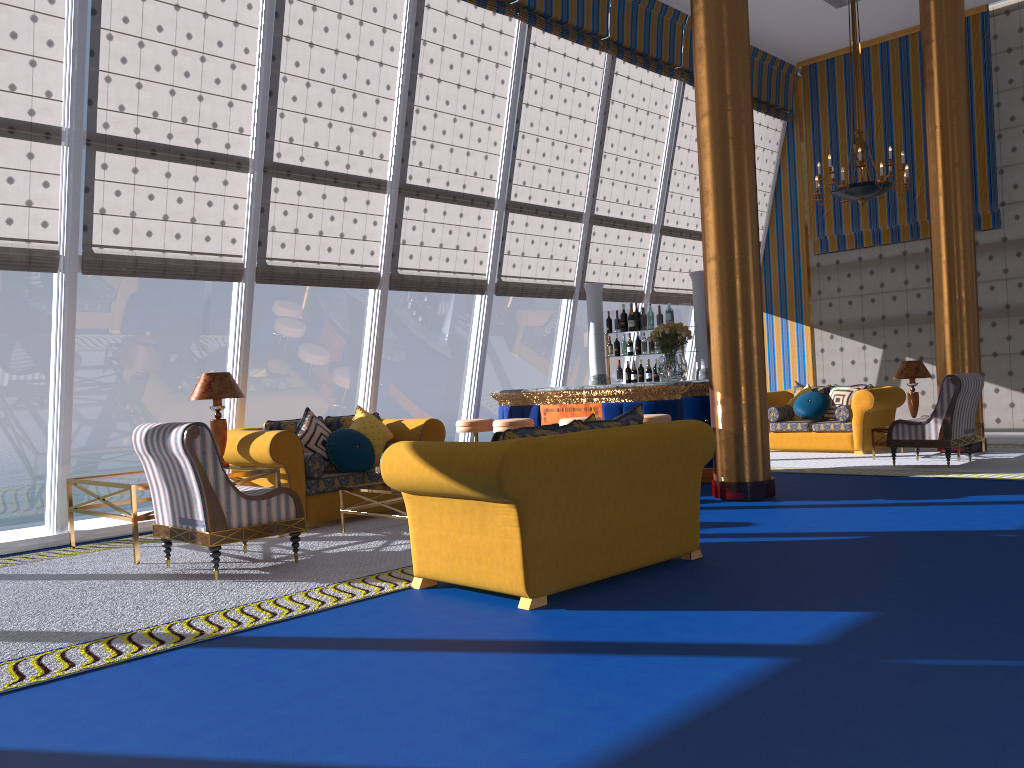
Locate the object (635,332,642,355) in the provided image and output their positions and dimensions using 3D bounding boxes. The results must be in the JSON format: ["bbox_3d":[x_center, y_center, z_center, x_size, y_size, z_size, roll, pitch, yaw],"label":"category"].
[{"bbox_3d":[1.356,-0.437,9.524,0.065,0.244,0.066,-3,1,25],"label":"object"}]

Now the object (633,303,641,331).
[{"bbox_3d":[1.344,-0.724,9.542,0.082,0.303,0.080,-3,1,-29],"label":"object"}]

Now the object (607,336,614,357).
[{"bbox_3d":[1.075,-0.411,9.715,0.066,0.225,0.066,-3,1,13],"label":"object"}]

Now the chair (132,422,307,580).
[{"bbox_3d":[-1.913,0.715,5.790,0.785,0.967,0.792,-3,0,44],"label":"chair"}]

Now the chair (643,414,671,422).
[{"bbox_3d":[1.232,0.662,7.872,0.396,0.782,0.400,-3,0,15],"label":"chair"}]

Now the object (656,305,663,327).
[{"bbox_3d":[1.563,-0.709,9.378,0.072,0.246,0.072,-3,1,3],"label":"object"}]

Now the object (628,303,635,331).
[{"bbox_3d":[1.292,-0.720,9.558,0.084,0.303,0.086,-3,1,38],"label":"object"}]

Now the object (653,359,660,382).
[{"bbox_3d":[1.537,-0.145,9.450,0.065,0.244,0.066,-3,1,25],"label":"object"}]

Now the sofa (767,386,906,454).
[{"bbox_3d":[4.240,0.485,12.029,1.022,0.854,1.828,-3,0,-44],"label":"sofa"}]

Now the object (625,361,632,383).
[{"bbox_3d":[1.263,-0.131,9.641,0.066,0.244,0.065,-3,1,-42],"label":"object"}]

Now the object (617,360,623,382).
[{"bbox_3d":[1.175,-0.143,9.676,0.070,0.242,0.072,-3,1,26],"label":"object"}]

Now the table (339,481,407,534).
[{"bbox_3d":[-0.698,0.966,7.013,0.964,0.369,0.916,-3,0,44],"label":"table"}]

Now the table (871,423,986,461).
[{"bbox_3d":[4.919,0.680,10.480,0.964,0.369,0.916,-3,0,44],"label":"table"}]

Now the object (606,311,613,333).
[{"bbox_3d":[1.072,-0.683,9.792,0.066,0.244,0.065,-3,1,-42],"label":"object"}]

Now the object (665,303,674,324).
[{"bbox_3d":[1.660,-0.723,9.340,0.091,0.259,0.092,-3,1,27],"label":"object"}]

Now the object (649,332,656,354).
[{"bbox_3d":[1.489,-0.436,9.444,0.071,0.232,0.072,-3,1,23],"label":"object"}]

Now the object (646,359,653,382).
[{"bbox_3d":[1.465,-0.145,9.491,0.068,0.244,0.069,-3,1,25],"label":"object"}]

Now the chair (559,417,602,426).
[{"bbox_3d":[0.639,0.693,8.057,0.398,0.782,0.399,-3,0,3],"label":"chair"}]

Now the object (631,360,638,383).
[{"bbox_3d":[1.321,-0.134,9.587,0.068,0.244,0.069,-3,1,25],"label":"object"}]

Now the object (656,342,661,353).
[{"bbox_3d":[1.556,-0.440,9.411,0.058,0.230,0.059,-3,1,3],"label":"object"}]

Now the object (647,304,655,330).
[{"bbox_3d":[1.471,-0.715,9.413,0.070,0.271,0.068,-3,1,-35],"label":"object"}]

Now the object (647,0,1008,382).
[{"bbox_3d":[0.977,-7.131,6.063,63.923,33.606,62.619,-3,0,-39],"label":"object"}]

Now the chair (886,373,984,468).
[{"bbox_3d":[4.571,0.384,9.558,0.776,0.967,0.802,-3,0,44],"label":"chair"}]

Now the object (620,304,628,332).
[{"bbox_3d":[1.216,-0.716,9.631,0.082,0.303,0.080,-3,1,-40],"label":"object"}]

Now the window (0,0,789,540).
[{"bbox_3d":[-1.252,-1.750,8.964,1.602,5.856,15.626,-2,0,44],"label":"window"}]

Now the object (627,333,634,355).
[{"bbox_3d":[1.277,-0.429,9.579,0.068,0.244,0.069,-3,1,25],"label":"object"}]

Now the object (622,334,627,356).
[{"bbox_3d":[1.219,-0.422,9.631,0.058,0.230,0.059,-3,1,3],"label":"object"}]

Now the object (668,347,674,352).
[{"bbox_3d":[1.666,-0.450,9.309,0.072,0.244,0.071,-3,1,-25],"label":"object"}]

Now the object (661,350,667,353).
[{"bbox_3d":[1.606,-0.447,9.363,0.068,0.244,0.069,-3,1,25],"label":"object"}]

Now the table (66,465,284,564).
[{"bbox_3d":[-2.650,0.976,6.973,1.225,0.550,1.163,-3,0,44],"label":"table"}]

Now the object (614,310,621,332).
[{"bbox_3d":[1.162,-0.688,9.766,0.072,0.246,0.072,-3,1,3],"label":"object"}]

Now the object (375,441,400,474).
[{"bbox_3d":[-0.782,0.635,6.931,0.451,0.388,0.508,-3,0,25],"label":"object"}]

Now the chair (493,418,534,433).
[{"bbox_3d":[0.030,0.725,8.514,0.399,0.782,0.397,-3,0,-8],"label":"chair"}]

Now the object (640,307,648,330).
[{"bbox_3d":[1.407,-0.698,9.484,0.076,0.248,0.076,-3,1,8],"label":"object"}]

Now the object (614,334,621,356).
[{"bbox_3d":[1.147,-0.426,9.681,0.065,0.244,0.066,-3,1,25],"label":"object"}]

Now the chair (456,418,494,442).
[{"bbox_3d":[-0.356,0.746,9.026,0.399,0.782,0.397,-3,0,-8],"label":"chair"}]

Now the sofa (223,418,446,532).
[{"bbox_3d":[-1.597,0.769,7.990,0.991,0.854,1.865,-3,0,44],"label":"sofa"}]

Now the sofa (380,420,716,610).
[{"bbox_3d":[0.280,0.680,5.202,1.867,0.854,1.001,-3,0,-44],"label":"sofa"}]

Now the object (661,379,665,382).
[{"bbox_3d":[1.609,-0.160,9.425,0.068,0.269,0.069,-3,1,5],"label":"object"}]

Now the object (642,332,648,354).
[{"bbox_3d":[1.414,-0.437,9.473,0.056,0.239,0.057,-3,1,19],"label":"object"}]
